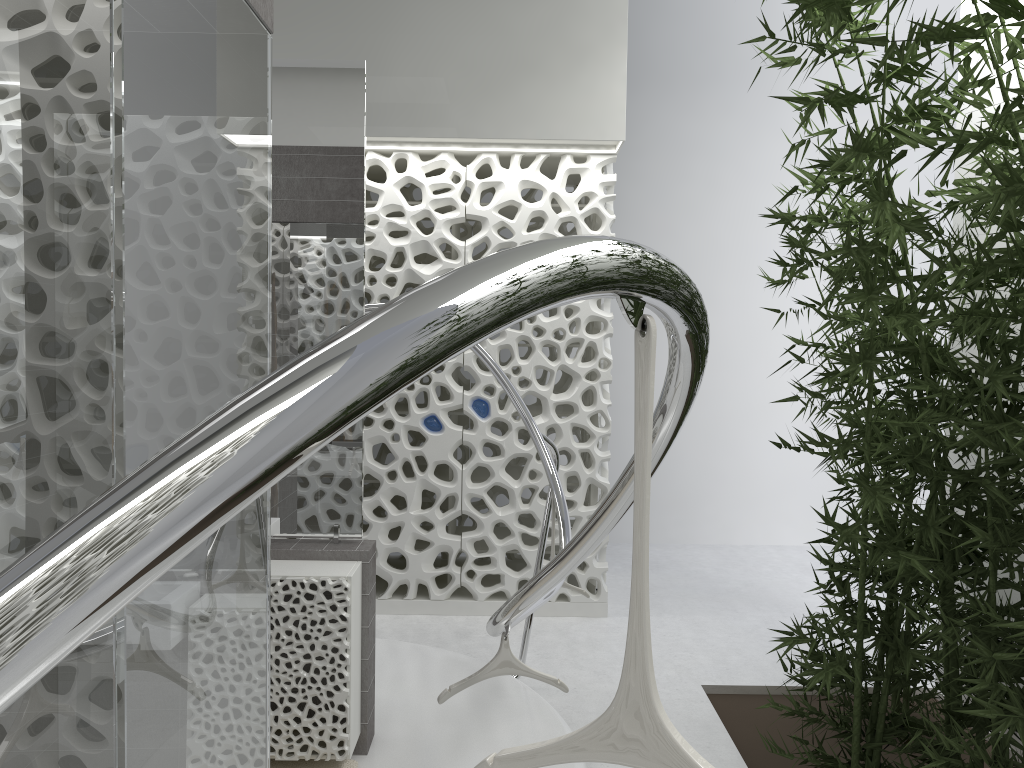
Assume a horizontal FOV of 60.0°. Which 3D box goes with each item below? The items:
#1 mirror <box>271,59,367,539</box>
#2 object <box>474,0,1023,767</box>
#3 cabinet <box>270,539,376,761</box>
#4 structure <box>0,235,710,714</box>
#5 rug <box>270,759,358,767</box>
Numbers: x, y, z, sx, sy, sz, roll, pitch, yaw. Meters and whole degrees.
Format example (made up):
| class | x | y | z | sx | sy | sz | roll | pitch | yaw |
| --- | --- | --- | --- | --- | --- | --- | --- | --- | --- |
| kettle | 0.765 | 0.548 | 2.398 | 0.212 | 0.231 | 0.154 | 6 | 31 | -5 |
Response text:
| class | x | y | z | sx | sy | sz | roll | pitch | yaw |
| --- | --- | --- | --- | --- | --- | --- | --- | --- | --- |
| mirror | -1.165 | -0.347 | 3.691 | 1.100 | 1.980 | 0.030 | 1 | 3 | 0 |
| object | 1.398 | -0.193 | 2.295 | 4.664 | 4.038 | 4.097 | -1 | 4 | -41 |
| cabinet | -1.186 | 1.083 | 3.582 | 1.200 | 0.870 | 0.461 | 1 | 3 | 0 |
| structure | -2.173 | 0.655 | 2.692 | 5.250 | 2.080 | 5.433 | 1 | 3 | -5 |
| rug | -1.191 | 1.530 | 3.190 | 1.153 | 0.016 | 0.775 | 1 | 3 | 0 |
